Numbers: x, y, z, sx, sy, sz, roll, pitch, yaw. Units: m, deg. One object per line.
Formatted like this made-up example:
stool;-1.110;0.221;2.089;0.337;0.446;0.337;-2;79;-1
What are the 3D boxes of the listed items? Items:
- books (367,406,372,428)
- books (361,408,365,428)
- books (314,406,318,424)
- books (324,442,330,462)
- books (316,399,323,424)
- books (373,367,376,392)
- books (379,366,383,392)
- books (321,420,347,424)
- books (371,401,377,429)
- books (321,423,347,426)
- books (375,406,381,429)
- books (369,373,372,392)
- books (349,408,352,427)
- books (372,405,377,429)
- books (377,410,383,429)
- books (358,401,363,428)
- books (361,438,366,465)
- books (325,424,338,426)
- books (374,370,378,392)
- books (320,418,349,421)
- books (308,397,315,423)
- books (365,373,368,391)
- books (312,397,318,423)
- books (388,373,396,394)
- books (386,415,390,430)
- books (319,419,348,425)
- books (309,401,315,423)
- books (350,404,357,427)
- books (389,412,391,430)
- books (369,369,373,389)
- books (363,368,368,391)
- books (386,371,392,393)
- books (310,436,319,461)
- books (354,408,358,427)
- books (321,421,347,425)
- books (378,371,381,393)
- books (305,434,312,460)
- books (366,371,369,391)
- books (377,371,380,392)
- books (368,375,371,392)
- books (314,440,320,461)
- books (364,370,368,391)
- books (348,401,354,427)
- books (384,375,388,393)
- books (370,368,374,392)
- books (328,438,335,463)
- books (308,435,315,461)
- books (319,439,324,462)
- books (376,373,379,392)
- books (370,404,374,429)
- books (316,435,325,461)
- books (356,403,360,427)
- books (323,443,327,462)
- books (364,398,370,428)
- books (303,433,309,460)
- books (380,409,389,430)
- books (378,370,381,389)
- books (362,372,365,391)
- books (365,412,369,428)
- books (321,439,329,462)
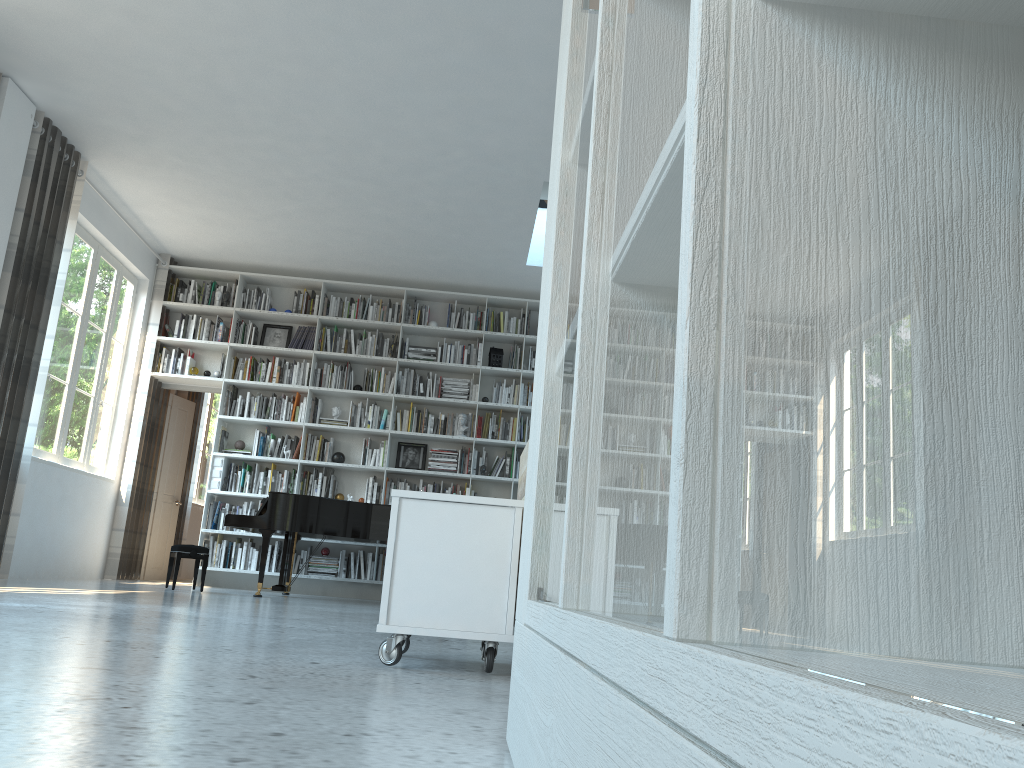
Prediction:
books;-1.430;0.361;8.967;0.028;0.246;0.170;5;-12;-2
books;-1.505;0.368;8.974;0.048;0.224;0.150;5;-12;-2
books;-1.975;0.333;8.958;0.034;0.209;0.136;5;-12;-2
books;-1.839;0.698;8.872;0.028;0.215;0.175;5;-12;-2
books;-1.945;0.301;8.960;0.021;0.277;0.137;5;-12;-2
books;-1.407;-0.015;9.065;0.033;0.287;0.155;5;-12;-2
books;-1.336;-0.020;9.055;0.006;0.303;0.166;5;-12;-2
books;-1.792;0.397;8.947;0.254;0.012;0.161;6;-13;-5
books;-1.397;0.337;8.972;0.011;0.300;0.179;5;-12;-2
books;-1.794;0.420;8.940;0.254;0.012;0.161;6;-13;-6
books;-1.360;0.367;8.990;0.022;0.255;0.152;5;-12;-2
books;-1.432;0.010;9.025;0.006;0.216;0.181;5;-12;-2
books;-1.621;0.353;8.970;0.010;0.231;0.155;5;-12;-2
books;-1.381;0.359;8.969;0.023;0.259;0.170;5;-12;-2
books;-1.338;0.387;8.987;0.026;0.218;0.150;5;-12;-2
books;-1.531;0.331;8.963;0.012;0.285;0.167;5;-12;-2
books;-1.490;0.698;8.900;0.012;0.284;0.160;5;-12;-2
books;-1.795;0.434;8.945;0.254;0.012;0.161;5;-13;-2
books;-1.384;0.001;9.028;0.013;0.243;0.189;5;-12;-2
books;-1.790;0.373;8.949;0.285;0.012;0.160;6;-13;-6
books;-2.029;0.291;8.962;0.012;0.284;0.160;5;-12;-2
books;-1.478;0.012;9.050;0.013;0.215;0.150;5;-12;-2
books;-1.995;0.290;8.976;0.011;0.297;0.136;5;-12;-2
books;-1.212;0.020;9.030;0.064;0.236;0.209;5;-12;-2
books;-1.253;0.412;8.981;0.027;0.181;0.142;5;-12;-2
books;-1.791;0.385;8.951;0.285;0.012;0.160;5;-13;0
books;-2.012;0.305;8.954;0.024;0.256;0.134;5;-12;-2
books;-1.599;0.344;8.954;0.030;0.246;0.174;5;-12;-2
books;-1.225;0.398;8.988;0.026;0.216;0.126;5;-12;-2
books;-1.440;-0.008;9.061;0.009;0.266;0.150;5;-12;-2
books;-1.498;-0.017;9.065;0.012;0.275;0.129;5;-12;-2
books;-1.255;0.011;9.051;0.022;0.256;0.155;5;-12;-2
books;-1.973;0.664;8.875;0.036;0.262;0.167;5;-12;-2
books;-1.575;0.362;8.981;0.024;0.226;0.138;5;-12;-2
books;-1.793;0.408;8.940;0.254;0.012;0.161;6;-13;-7
books;-1.344;0.004;9.047;0.006;0.252;0.180;5;-12;-2
books;-2.028;0.649;8.878;0.025;0.284;0.145;5;-12;-2
books;-1.467;-0.002;9.027;0.005;0.235;0.179;5;-12;-2
books;-1.360;0.004;9.053;0.017;0.252;0.140;5;-12;-2
books;-1.452;0.022;9.045;0.011;0.199;0.163;5;-12;-2
books;-1.944;0.685;8.876;0.025;0.227;0.153;5;-12;-2
books;-1.485;-0.004;9.035;0.005;0.240;0.174;5;-12;-2
books;-1.629;0.324;8.962;0.012;0.284;0.160;5;-12;-2
books;-1.280;0.031;9.055;0.024;0.215;0.142;5;-12;-2
books;-1.425;-0.013;9.052;0.005;0.274;0.157;5;-12;-2
books;-1.810;0.680;8.892;0.028;0.265;0.145;5;-12;-2
books;-2.004;0.657;8.882;0.026;0.274;0.155;5;-12;-2
books;-1.897;0.681;8.879;0.014;0.243;0.153;5;-12;-2
books;-1.375;0.014;9.063;0.011;0.235;0.131;5;-12;-2
books;-1.409;0.351;8.959;0.012;0.265;0.193;5;-12;-2
books;-1.915;0.660;8.862;0.026;0.274;0.190;5;-12;-2
books;-1.550;0.342;8.972;0.022;0.266;0.151;5;-12;-2
books;-1.859;0.701;8.874;0.011;0.207;0.180;5;-12;-2
books;-1.471;0.317;8.977;0.010;0.329;0.174;5;-12;-2
books;-2.059;0.648;8.886;0.012;0.284;0.160;5;-12;-2
books;-1.293;0.382;8.967;0.060;0.227;0.179;5;-12;-2
books;-1.349;-0.001;9.054;0.004;0.265;0.142;5;-12;-2
books;-1.507;-0.008;9.055;0.005;0.253;0.161;5;-12;-2
books;-1.460;0.390;8.978;0.025;0.189;0.140;5;-12;-2
books;-1.877;0.685;8.897;0.028;0.247;0.143;5;-12;-2
